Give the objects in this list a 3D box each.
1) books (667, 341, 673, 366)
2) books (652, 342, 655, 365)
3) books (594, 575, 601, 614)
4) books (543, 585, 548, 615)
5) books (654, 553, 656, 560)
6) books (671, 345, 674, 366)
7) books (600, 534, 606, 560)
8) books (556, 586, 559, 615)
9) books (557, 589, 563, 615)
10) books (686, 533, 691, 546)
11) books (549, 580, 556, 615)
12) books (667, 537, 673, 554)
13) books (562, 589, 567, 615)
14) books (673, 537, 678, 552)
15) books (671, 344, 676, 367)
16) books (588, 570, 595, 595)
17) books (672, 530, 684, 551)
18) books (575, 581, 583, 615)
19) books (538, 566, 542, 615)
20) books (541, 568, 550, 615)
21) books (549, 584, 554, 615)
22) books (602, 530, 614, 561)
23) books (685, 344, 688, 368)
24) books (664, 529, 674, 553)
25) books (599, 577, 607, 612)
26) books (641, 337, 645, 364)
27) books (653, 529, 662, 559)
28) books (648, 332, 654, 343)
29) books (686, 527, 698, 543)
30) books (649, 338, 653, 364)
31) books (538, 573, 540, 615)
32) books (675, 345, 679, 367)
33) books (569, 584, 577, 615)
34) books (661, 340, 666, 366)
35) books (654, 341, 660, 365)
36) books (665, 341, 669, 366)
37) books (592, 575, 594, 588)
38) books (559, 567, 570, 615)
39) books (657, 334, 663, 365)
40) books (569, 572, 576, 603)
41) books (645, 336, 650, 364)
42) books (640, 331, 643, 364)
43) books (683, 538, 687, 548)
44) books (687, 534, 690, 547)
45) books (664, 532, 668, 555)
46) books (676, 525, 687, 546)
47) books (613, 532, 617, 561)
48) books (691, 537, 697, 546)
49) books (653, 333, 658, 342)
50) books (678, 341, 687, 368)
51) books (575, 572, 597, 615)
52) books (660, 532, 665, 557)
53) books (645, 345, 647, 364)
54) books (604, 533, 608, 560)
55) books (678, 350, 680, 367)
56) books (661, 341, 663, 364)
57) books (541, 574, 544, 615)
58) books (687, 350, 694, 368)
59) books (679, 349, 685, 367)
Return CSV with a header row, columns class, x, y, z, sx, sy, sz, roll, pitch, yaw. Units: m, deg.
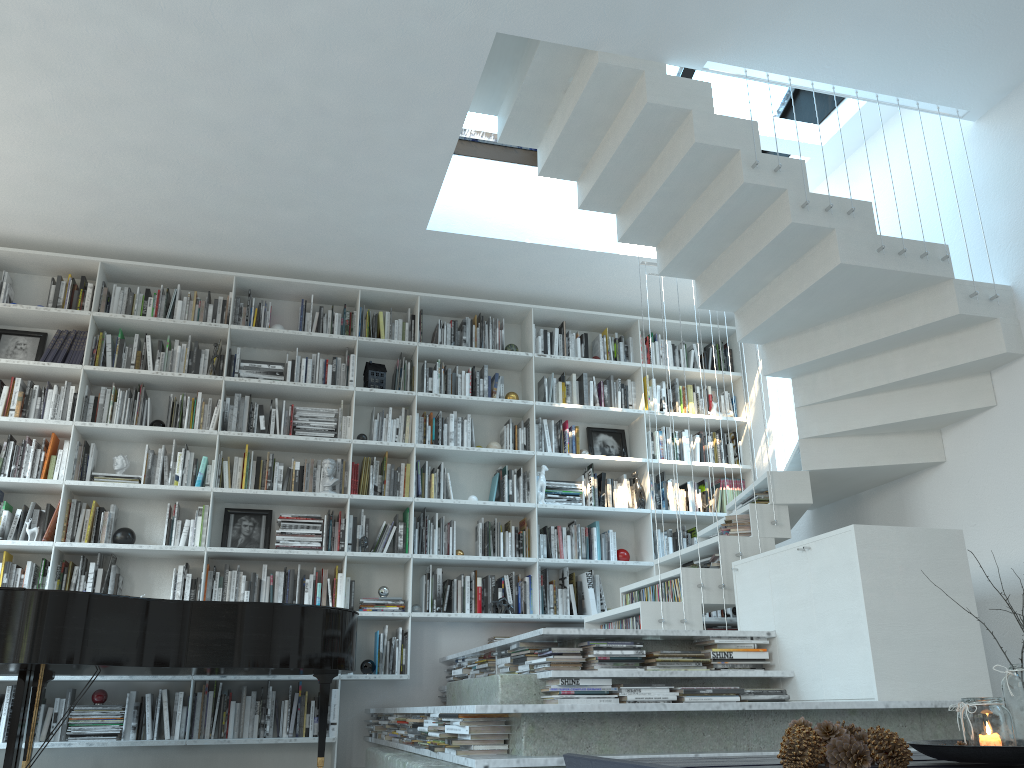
class,x,y,z,sx,sy,sz,roll,pitch,yaw
books,1.198,-0.182,6.907,0.029,0.263,0.179,5,-20,-15
books,1.059,-0.182,6.851,0.022,0.228,0.175,5,-20,-15
books,0.568,1.472,6.121,0.025,0.286,0.160,5,-20,-15
books,0.206,1.485,6.037,0.033,0.212,0.140,5,-20,-15
books,0.968,1.173,6.358,0.085,0.277,0.160,5,-20,-15
books,1.218,-0.168,6.906,0.011,0.235,0.149,5,-20,-15
books,0.612,1.173,6.239,0.030,0.200,0.190,5,-21,-15
books,0.285,1.489,6.047,0.025,0.209,0.137,5,-20,-15
books,0.312,1.502,6.051,0.030,0.187,0.140,5,-20,-15
books,1.266,1.218,6.443,0.027,0.241,0.132,5,-20,-15
books,0.269,1.468,6.037,0.015,0.242,0.157,5,-20,-15
books,1.106,1.215,6.370,0.029,0.200,0.173,5,-21,-15
books,0.340,1.503,6.051,0.024,0.184,0.149,5,-21,-15
books,1.152,1.220,6.395,0.025,0.207,0.149,5,-20,-15
books,1.233,-0.169,6.922,0.027,0.248,0.155,5,-20,-15
books,0.543,1.460,6.142,0.012,0.324,0.137,5,-20,-15
books,1.184,1.194,6.385,0.027,0.247,0.184,5,-20,-15
books,0.439,1.486,6.086,0.031,0.238,0.172,5,-20,-15
books,0.172,1.419,6.036,0.014,0.336,0.132,5,-20,-15
books,0.227,1.433,6.061,0.013,0.325,0.131,5,-20,-15
books,0.248,1.484,6.037,0.023,0.213,0.164,5,-20,-15
books,0.672,1.164,6.267,0.025,0.234,0.182,5,-20,-15
books,1.337,-0.168,6.948,0.015,0.262,0.144,5,-20,-15
books,1.126,1.193,6.405,0.024,0.266,0.133,5,-20,-15
books,0.607,1.485,6.138,0.062,0.273,0.148,5,-20,-15
books,0.986,-0.206,6.852,0.022,0.274,0.160,5,-20,-15
books,1.025,1.183,6.354,0.024,0.251,0.176,5,-20,-15
books,1.070,-0.222,6.892,0.014,0.330,0.143,5,-20,-15
books,1.309,1.195,6.442,0.011,0.283,0.161,5,-20,-15
books,1.044,-0.204,6.850,0.012,0.268,0.185,5,-20,-15
books,0.158,1.443,6.028,0.012,0.285,0.158,5,-20,-15
books,1.261,-0.164,6.919,0.025,0.236,0.144,5,-20,-15
books,0.391,1.491,6.066,0.052,0.216,0.185,5,-21,-15
books,1.149,-0.190,6.900,0.027,0.274,0.149,5,-20,-15
books,1.092,-0.184,6.869,0.023,0.243,0.183,5,-20,-15
books,1.174,-0.182,6.899,0.022,0.258,0.164,5,-20,-15
books,0.534,1.476,6.127,0.012,0.284,0.160,5,-20,-15
books,0.358,1.434,6.078,0.014,0.332,0.169,5,-20,-15
books,1.119,-0.210,6.888,0.012,0.305,0.185,5,-20,-15
books,0.415,1.460,6.109,0.010,0.303,0.132,5,-20,-15
books,1.028,-0.209,6.862,0.013,0.285,0.151,5,-20,-15
books,0.964,-0.230,6.840,0.011,0.312,0.173,5,-20,-15
books,1.217,1.229,6.413,0.027,0.200,0.164,5,-21,-15
books,1.251,1.216,6.421,0.014,0.229,0.173,5,-20,-15
books,1.080,1.195,6.375,0.022,0.241,0.152,5,-20,-15
books,1.236,1.186,6.434,0.013,0.296,0.142,5,-20,-15
books,0.697,1.172,6.273,0.027,0.222,0.170,5,-20,-15
books,1.297,1.228,6.417,0.021,0.204,0.175,5,-21,-15
books,1.104,-0.216,6.902,0.012,0.325,0.152,5,-20,-15
books,1.323,-0.178,6.953,0.012,0.284,0.160,5,-20,-15
books,0.501,1.452,6.070,0.075,0.290,0.256,5,-21,-15
books,1.052,1.196,6.366,0.037,0.235,0.153,5,-20,-15
books,1.006,-0.175,6.859,0.025,0.222,0.137,5,-20,-15
books,0.640,1.172,6.265,0.037,0.218,0.140,5,-20,-15
books,1.276,-0.151,6.938,0.014,0.225,0.134,5,-20,-15
books,1.129,-0.185,6.891,0.014,0.259,0.168,5,-20,-15
books,0.185,1.445,6.033,0.015,0.285,0.138,5,-20,-15
books,1.373,-0.142,6.946,0.057,0.211,0.163,5,-20,-15
books,1.299,-0.146,6.927,0.026,0.207,0.163,5,-20,-15
